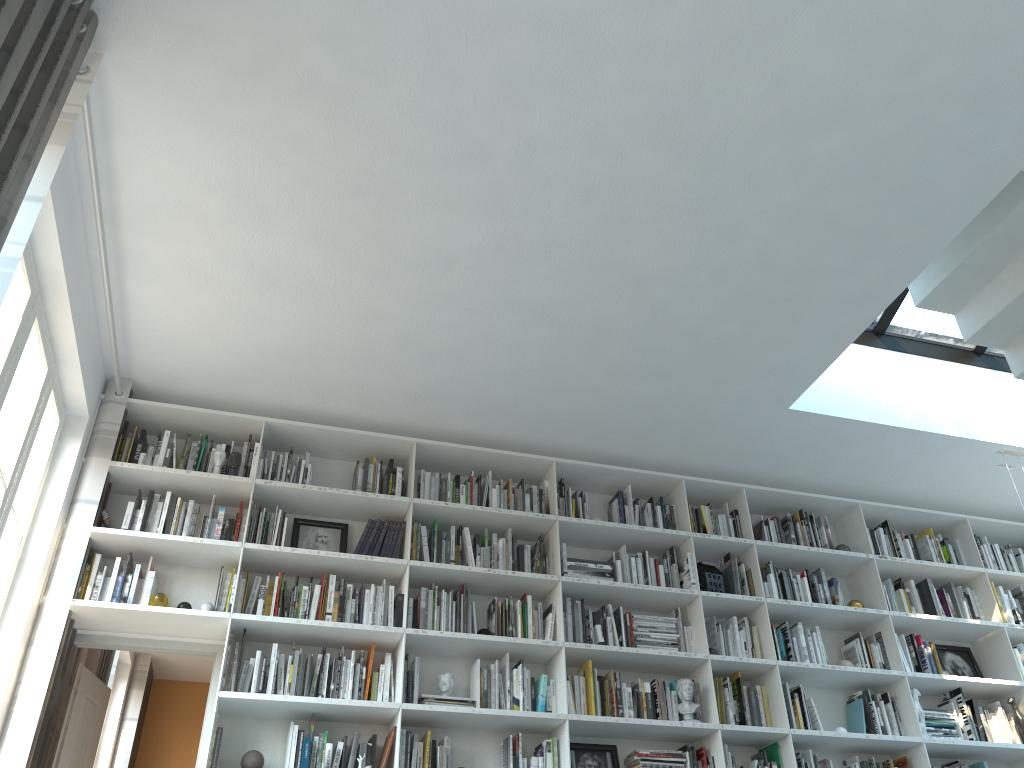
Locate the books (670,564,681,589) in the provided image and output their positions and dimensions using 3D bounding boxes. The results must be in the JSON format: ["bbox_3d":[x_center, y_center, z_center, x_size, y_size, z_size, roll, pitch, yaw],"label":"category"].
[{"bbox_3d":[0.938,1.195,5.244,0.029,0.201,0.192,9,-36,-14],"label":"books"}]

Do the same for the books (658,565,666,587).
[{"bbox_3d":[0.852,1.187,5.218,0.029,0.187,0.177,9,-36,-14],"label":"books"}]

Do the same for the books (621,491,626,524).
[{"bbox_3d":[0.659,0.821,5.420,0.011,0.294,0.158,9,-36,-14],"label":"books"}]

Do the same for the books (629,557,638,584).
[{"bbox_3d":[0.681,1.151,5.187,0.027,0.215,0.191,9,-36,-14],"label":"books"}]

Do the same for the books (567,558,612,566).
[{"bbox_3d":[0.421,1.070,5.171,0.285,0.024,0.160,9,-37,-14],"label":"books"}]

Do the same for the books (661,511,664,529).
[{"bbox_3d":[0.903,0.906,5.468,0.014,0.203,0.135,9,-36,-14],"label":"books"}]

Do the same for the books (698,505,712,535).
[{"bbox_3d":[1.173,0.912,5.528,0.054,0.253,0.192,9,-36,-14],"label":"books"}]

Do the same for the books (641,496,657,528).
[{"bbox_3d":[0.841,0.850,5.444,0.010,0.269,0.181,9,-36,-14],"label":"books"}]

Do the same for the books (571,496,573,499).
[{"bbox_3d":[0.350,0.811,5.343,0.006,0.231,0.136,9,-36,-14],"label":"books"}]

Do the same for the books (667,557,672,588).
[{"bbox_3d":[0.905,1.175,5.265,0.029,0.260,0.133,9,-36,-14],"label":"books"}]

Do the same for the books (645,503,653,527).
[{"bbox_3d":[0.821,0.870,5.442,0.023,0.235,0.155,9,-36,-14],"label":"books"}]

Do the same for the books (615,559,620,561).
[{"bbox_3d":[0.608,1.154,5.194,0.024,0.222,0.129,9,-36,-14],"label":"books"}]

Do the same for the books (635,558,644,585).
[{"bbox_3d":[0.719,1.158,5.200,0.028,0.217,0.184,9,-36,-14],"label":"books"}]

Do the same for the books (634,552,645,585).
[{"bbox_3d":[0.740,1.151,5.238,0.029,0.272,0.141,9,-36,-14],"label":"books"}]

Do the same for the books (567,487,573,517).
[{"bbox_3d":[0.328,0.775,5.319,0.011,0.263,0.164,9,-36,-14],"label":"books"}]

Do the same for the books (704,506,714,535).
[{"bbox_3d":[1.207,0.922,5.560,0.030,0.273,0.152,9,-36,-14],"label":"books"}]

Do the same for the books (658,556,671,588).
[{"bbox_3d":[0.881,1.167,5.242,0.032,0.247,0.174,9,-36,-14],"label":"books"}]

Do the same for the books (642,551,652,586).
[{"bbox_3d":[0.771,1.145,5.226,0.023,0.268,0.186,9,-36,-14],"label":"books"}]

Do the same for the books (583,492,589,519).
[{"bbox_3d":[0.431,0.801,5.350,0.011,0.254,0.144,9,-36,-14],"label":"books"}]

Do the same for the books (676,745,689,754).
[{"bbox_3d":[0.913,2.066,4.659,0.011,0.297,0.131,9,-36,-14],"label":"books"}]

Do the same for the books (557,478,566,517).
[{"bbox_3d":[0.290,0.750,5.349,0.014,0.339,0.146,9,-36,-14],"label":"books"}]

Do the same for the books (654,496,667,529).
[{"bbox_3d":[0.917,0.862,5.495,0.012,0.306,0.139,9,-36,-14],"label":"books"}]

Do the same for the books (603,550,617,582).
[{"bbox_3d":[0.574,1.121,5.173,0.012,0.252,0.161,9,-36,-14],"label":"books"}]

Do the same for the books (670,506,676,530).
[{"bbox_3d":[0.972,0.895,5.484,0.014,0.237,0.154,9,-36,-14],"label":"books"}]

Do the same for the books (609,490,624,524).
[{"bbox_3d":[0.639,0.815,5.407,0.014,0.290,0.177,9,-36,-14],"label":"books"}]

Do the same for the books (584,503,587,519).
[{"bbox_3d":[0.420,0.831,5.334,0.010,0.185,0.153,9,-36,-14],"label":"books"}]

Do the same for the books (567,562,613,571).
[{"bbox_3d":[0.423,1.087,5.153,0.285,0.024,0.160,8,-36,-12],"label":"books"}]

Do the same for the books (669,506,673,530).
[{"bbox_3d":[0.956,0.896,5.489,0.014,0.243,0.146,9,-36,-14],"label":"books"}]

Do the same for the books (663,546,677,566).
[{"bbox_3d":[0.954,1.150,5.294,0.012,0.332,0.156,9,-36,-14],"label":"books"}]

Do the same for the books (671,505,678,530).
[{"bbox_3d":[0.987,0.894,5.499,0.022,0.255,0.137,9,-36,-14],"label":"books"}]

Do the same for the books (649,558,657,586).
[{"bbox_3d":[0.795,1.163,5.212,0.023,0.221,0.191,9,-36,-14],"label":"books"}]

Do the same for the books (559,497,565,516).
[{"bbox_3d":[0.276,0.799,5.292,0.026,0.193,0.167,9,-36,-14],"label":"books"}]

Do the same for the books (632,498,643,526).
[{"bbox_3d":[0.760,0.855,5.449,0.028,0.268,0.141,9,-36,-14],"label":"books"}]

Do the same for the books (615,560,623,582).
[{"bbox_3d":[0.593,1.148,5.155,0.025,0.186,0.194,9,-36,-14],"label":"books"}]

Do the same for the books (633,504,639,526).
[{"bbox_3d":[0.729,0.864,5.409,0.050,0.209,0.173,9,-36,-14],"label":"books"}]

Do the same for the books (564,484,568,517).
[{"bbox_3d":[0.304,0.767,5.335,0.010,0.294,0.154,9,-36,-14],"label":"books"}]

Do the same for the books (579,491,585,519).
[{"bbox_3d":[0.403,0.795,5.341,0.005,0.253,0.169,9,-36,-14],"label":"books"}]

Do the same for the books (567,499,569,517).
[{"bbox_3d":[0.311,0.813,5.321,0.011,0.204,0.146,9,-36,-14],"label":"books"}]

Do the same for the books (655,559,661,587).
[{"bbox_3d":[0.831,1.169,5.228,0.012,0.229,0.159,9,-36,-14],"label":"books"}]

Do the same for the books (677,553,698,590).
[{"bbox_3d":[1.006,1.159,5.224,0.037,0.235,0.273,9,-36,-14],"label":"books"}]

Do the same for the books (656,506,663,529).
[{"bbox_3d":[0.871,0.879,5.426,0.023,0.201,0.194,9,-36,-14],"label":"books"}]

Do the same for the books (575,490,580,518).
[{"bbox_3d":[0.377,0.791,5.343,0.013,0.263,0.147,9,-36,-14],"label":"books"}]

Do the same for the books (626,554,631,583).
[{"bbox_3d":[0.647,1.139,5.187,0.021,0.236,0.172,9,-36,-14],"label":"books"}]

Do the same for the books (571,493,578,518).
[{"bbox_3d":[0.363,0.799,5.340,0.014,0.246,0.140,9,-36,-14],"label":"books"}]

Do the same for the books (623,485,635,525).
[{"bbox_3d":[0.701,0.807,5.432,0.010,0.329,0.187,9,-36,-14],"label":"books"}]

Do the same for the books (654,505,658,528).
[{"bbox_3d":[0.849,0.879,5.440,0.012,0.215,0.180,9,-36,-14],"label":"books"}]

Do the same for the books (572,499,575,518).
[{"bbox_3d":[0.342,0.813,5.313,0.023,0.194,0.173,9,-36,-14],"label":"books"}]

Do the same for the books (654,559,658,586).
[{"bbox_3d":[0.819,1.171,5.230,0.010,0.229,0.153,9,-36,-14],"label":"books"}]

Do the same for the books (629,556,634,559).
[{"bbox_3d":[0.696,1.150,5.209,0.012,0.243,0.132,9,-36,-14],"label":"books"}]

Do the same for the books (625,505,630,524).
[{"bbox_3d":[0.676,0.867,5.409,0.031,0.207,0.147,9,-36,-14],"label":"books"}]

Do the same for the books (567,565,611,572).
[{"bbox_3d":[0.424,1.104,5.135,0.254,0.025,0.161,11,-37,-17],"label":"books"}]

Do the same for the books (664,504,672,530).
[{"bbox_3d":[0.939,0.887,5.476,0.028,0.242,0.162,9,-36,-14],"label":"books"}]

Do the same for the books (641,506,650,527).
[{"bbox_3d":[0.796,0.876,5.422,0.033,0.201,0.167,9,-36,-14],"label":"books"}]

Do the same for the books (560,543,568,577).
[{"bbox_3d":[0.274,1.066,5.083,0.021,0.247,0.192,9,-36,-14],"label":"books"}]

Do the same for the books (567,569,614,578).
[{"bbox_3d":[0.425,1.123,5.119,0.285,0.024,0.160,6,-36,-10],"label":"books"}]

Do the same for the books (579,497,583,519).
[{"bbox_3d":[0.392,0.809,5.330,0.016,0.218,0.144,9,-36,-14],"label":"books"}]

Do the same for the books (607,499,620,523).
[{"bbox_3d":[0.622,0.842,5.405,0.012,0.244,0.152,9,-36,-14],"label":"books"}]

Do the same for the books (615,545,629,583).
[{"bbox_3d":[0.636,1.109,5.184,0.011,0.282,0.191,9,-36,-14],"label":"books"}]

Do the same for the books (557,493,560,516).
[{"bbox_3d":[0.248,0.789,5.305,0.023,0.226,0.157,9,-36,-14],"label":"books"}]
